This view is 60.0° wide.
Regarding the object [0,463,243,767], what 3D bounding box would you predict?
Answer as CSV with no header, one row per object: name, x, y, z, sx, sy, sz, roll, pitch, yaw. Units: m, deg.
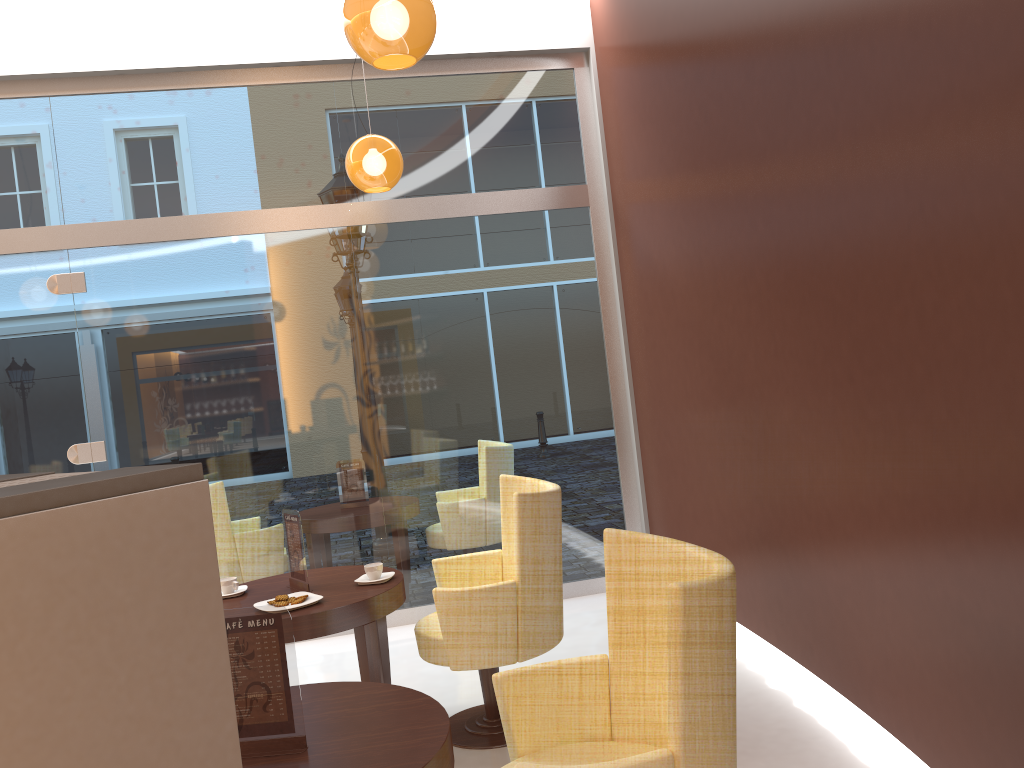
object,-0.393,0.244,0.497,0.270,0.340,0.373,-6,1,35

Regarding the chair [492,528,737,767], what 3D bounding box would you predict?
chair,0.231,0.921,2.125,0.685,1.017,0.729,-7,1,-3

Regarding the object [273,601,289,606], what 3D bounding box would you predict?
object,-0.890,0.849,3.419,0.053,0.014,0.055,-7,1,-27

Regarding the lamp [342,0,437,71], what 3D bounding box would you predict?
lamp,-0.458,-1.766,2.811,0.299,1.500,0.299,-7,1,-32

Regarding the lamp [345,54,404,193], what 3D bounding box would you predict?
lamp,-0.782,-1.748,4.582,0.299,1.500,0.299,-7,1,-43

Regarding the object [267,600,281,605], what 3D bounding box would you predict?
object,-0.919,0.852,3.455,0.054,0.018,0.051,-6,1,37

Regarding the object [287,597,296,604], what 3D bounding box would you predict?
object,-0.871,0.850,3.482,0.051,0.018,0.054,-7,1,-23

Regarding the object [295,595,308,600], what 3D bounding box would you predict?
object,-0.825,0.837,3.479,0.051,0.018,0.054,-7,1,-12

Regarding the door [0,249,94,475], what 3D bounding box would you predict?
door,-3.264,0.546,5.068,1.640,2.499,0.020,-7,1,-10

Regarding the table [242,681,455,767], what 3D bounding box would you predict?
table,-0.537,1.181,2.046,0.872,0.679,0.874,-6,1,36

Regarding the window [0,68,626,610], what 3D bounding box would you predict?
window,-3.321,0.050,5.063,8.200,3.380,0.040,-7,1,-10

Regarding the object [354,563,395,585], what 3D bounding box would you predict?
object,-0.576,0.792,3.713,0.153,0.069,0.153,-6,1,12

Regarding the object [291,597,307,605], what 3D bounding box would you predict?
object,-0.826,0.840,3.432,0.052,0.018,0.055,-6,1,14

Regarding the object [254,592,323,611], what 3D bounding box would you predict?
object,-0.870,0.853,3.454,0.234,0.020,0.234,-7,1,-39

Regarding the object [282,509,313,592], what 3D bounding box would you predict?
object,-0.915,0.696,3.739,0.042,0.335,0.209,-7,1,-35

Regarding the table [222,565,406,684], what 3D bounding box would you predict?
table,-0.849,1.199,3.702,0.872,0.679,0.874,-6,1,36

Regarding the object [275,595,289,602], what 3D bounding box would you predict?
object,-0.904,0.842,3.486,0.052,0.016,0.055,-7,1,-11

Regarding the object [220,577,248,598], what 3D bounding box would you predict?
object,-1.207,0.864,3.768,0.153,0.069,0.153,-7,1,-10

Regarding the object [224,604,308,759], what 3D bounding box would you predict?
object,-0.590,0.677,2.025,0.209,0.335,0.042,-7,1,4

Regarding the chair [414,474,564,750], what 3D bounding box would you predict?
chair,-0.080,0.940,3.768,0.685,1.017,0.729,-7,1,-7
